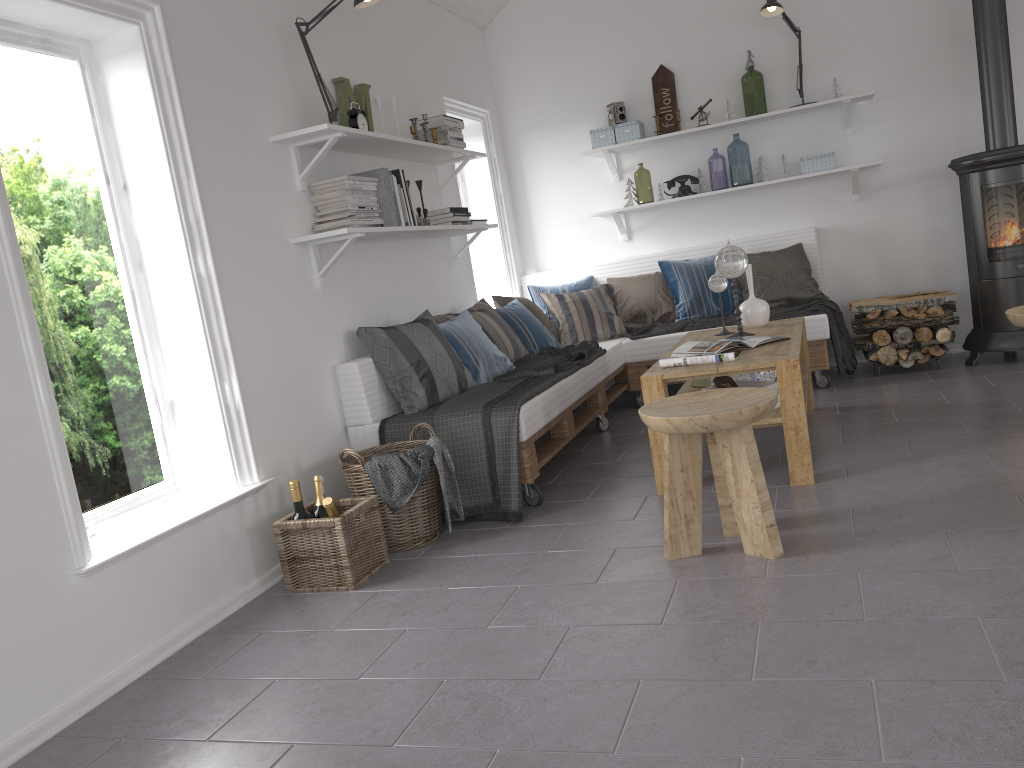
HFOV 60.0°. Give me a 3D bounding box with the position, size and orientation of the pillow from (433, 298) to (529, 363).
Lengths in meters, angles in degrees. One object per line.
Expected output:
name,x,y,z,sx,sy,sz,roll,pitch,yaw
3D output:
pillow,-0.151,-0.240,4.850,0.316,0.438,0.546,-5,9,32

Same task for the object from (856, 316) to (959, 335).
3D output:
object,2.340,-0.348,5.265,0.562,0.063,0.095,-7,8,20

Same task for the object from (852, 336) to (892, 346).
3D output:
object,2.421,-0.290,5.519,0.569,0.078,0.115,-7,8,20

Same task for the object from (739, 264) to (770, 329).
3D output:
object,1.220,-0.445,4.504,0.155,0.325,0.155,-11,8,-10

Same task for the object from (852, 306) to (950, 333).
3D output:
object,2.319,-0.386,5.297,0.538,0.082,0.099,-7,8,19

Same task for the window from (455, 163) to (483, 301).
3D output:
window,-0.396,-0.911,5.918,0.052,1.655,0.685,-7,8,20

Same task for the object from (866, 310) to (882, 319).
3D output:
object,2.195,-0.438,5.379,0.098,0.061,0.467,-7,8,21

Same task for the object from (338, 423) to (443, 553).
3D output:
object,-0.457,0.410,3.491,0.393,0.432,0.393,-9,8,7

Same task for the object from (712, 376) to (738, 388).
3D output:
object,0.907,0.031,3.674,0.090,0.139,0.182,-12,8,-15

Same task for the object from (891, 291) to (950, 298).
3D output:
object,2.354,-0.508,5.383,0.541,0.070,0.101,-7,8,21

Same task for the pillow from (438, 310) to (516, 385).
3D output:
pillow,-0.240,-0.156,4.487,0.331,0.401,0.525,-4,10,39

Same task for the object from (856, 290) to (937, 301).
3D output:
object,2.373,-0.521,5.465,0.467,0.063,0.095,-7,8,20

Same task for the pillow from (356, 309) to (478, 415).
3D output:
pillow,-0.429,-0.102,4.078,0.301,0.444,0.534,-4,9,36

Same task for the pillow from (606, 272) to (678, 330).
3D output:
pillow,0.876,-0.536,5.827,0.521,0.381,0.366,-7,8,16

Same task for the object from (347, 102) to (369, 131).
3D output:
object,-0.690,-1.178,3.972,0.050,0.165,0.120,-7,8,20

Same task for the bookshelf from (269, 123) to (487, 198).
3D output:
bookshelf,-0.546,-1.065,4.382,0.269,0.212,1.820,-7,8,20

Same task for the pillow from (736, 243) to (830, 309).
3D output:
pillow,1.654,-0.660,5.545,0.519,0.395,0.334,-10,7,-2

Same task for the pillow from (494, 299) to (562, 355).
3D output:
pillow,0.050,-0.293,5.245,0.341,0.408,0.523,-4,9,35

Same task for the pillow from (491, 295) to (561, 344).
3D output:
pillow,0.111,-0.387,5.649,0.334,0.438,0.545,-6,8,25

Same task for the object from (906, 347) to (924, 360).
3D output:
object,2.407,-0.218,5.356,0.097,0.056,0.562,-7,8,19

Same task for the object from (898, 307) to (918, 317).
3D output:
object,2.360,-0.457,5.326,0.096,0.068,0.467,-7,8,19

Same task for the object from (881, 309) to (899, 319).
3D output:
object,2.276,-0.446,5.357,0.098,0.060,0.467,-6,8,23

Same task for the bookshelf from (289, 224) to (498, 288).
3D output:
bookshelf,-0.479,-0.664,4.435,0.269,0.212,1.820,-7,8,20

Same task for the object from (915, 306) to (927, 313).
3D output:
object,2.424,-0.462,5.290,0.044,0.034,0.425,-7,8,19

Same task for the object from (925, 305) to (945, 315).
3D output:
object,2.492,-0.471,5.275,0.098,0.088,0.466,-7,8,21

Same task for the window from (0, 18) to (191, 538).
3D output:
window,-1.410,-0.331,2.828,0.117,1.655,0.685,-7,8,20

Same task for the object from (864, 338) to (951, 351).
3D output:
object,2.333,-0.241,5.241,0.468,0.069,0.095,-7,8,20

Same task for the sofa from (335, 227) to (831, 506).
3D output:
sofa,0.661,-0.202,4.826,2.017,0.932,2.855,-7,8,20

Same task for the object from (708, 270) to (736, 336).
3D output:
object,1.044,-0.410,4.437,0.109,0.329,0.109,-11,8,-12

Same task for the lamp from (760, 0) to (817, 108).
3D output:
lamp,1.691,-2.039,5.401,0.196,0.703,0.439,-3,10,40

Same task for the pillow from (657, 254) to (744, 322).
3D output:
pillow,1.246,-0.632,5.672,0.526,0.428,0.311,-10,7,-2

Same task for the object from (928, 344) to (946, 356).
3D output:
object,2.519,-0.224,5.316,0.096,0.060,0.467,-7,8,20

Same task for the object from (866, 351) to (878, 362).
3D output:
object,2.214,-0.204,5.479,0.052,0.056,0.561,-7,8,20

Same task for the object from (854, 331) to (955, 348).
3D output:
object,2.393,-0.274,5.417,0.562,0.063,0.095,-7,8,20

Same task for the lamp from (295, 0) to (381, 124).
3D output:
lamp,-0.724,-1.425,3.826,0.439,0.703,0.196,-15,9,-35

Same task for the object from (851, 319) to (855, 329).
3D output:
object,2.362,-0.392,5.419,0.539,0.070,0.101,-7,8,21

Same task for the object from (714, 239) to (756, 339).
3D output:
object,1.063,-0.457,4.233,0.155,0.468,0.155,-10,7,-1

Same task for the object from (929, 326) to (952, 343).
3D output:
object,2.544,-0.344,5.302,0.118,0.142,0.520,-6,8,23

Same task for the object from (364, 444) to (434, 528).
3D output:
object,-0.428,0.409,3.425,0.303,0.332,0.367,-13,8,-24

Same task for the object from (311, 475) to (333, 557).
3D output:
object,-0.697,0.518,3.244,0.094,0.361,0.127,-7,8,19

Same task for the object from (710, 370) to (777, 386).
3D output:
object,1.030,-0.027,3.918,0.302,0.161,0.302,-7,8,16

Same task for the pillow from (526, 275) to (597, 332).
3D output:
pillow,0.401,-0.505,6.068,0.534,0.437,0.287,-10,8,-7

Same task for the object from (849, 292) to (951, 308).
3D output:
object,2.312,-0.492,5.289,0.562,0.074,0.095,-7,8,20

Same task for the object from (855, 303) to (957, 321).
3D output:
object,2.381,-0.432,5.384,0.562,0.057,0.097,-7,8,19

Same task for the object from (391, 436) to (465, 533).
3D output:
object,-0.412,0.416,3.483,0.349,0.356,0.290,-8,8,14

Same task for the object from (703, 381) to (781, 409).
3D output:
object,0.944,0.053,3.620,0.155,0.102,0.281,-15,9,-37

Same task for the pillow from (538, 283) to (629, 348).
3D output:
pillow,0.483,-0.442,5.788,0.516,0.392,0.358,-11,8,-11
